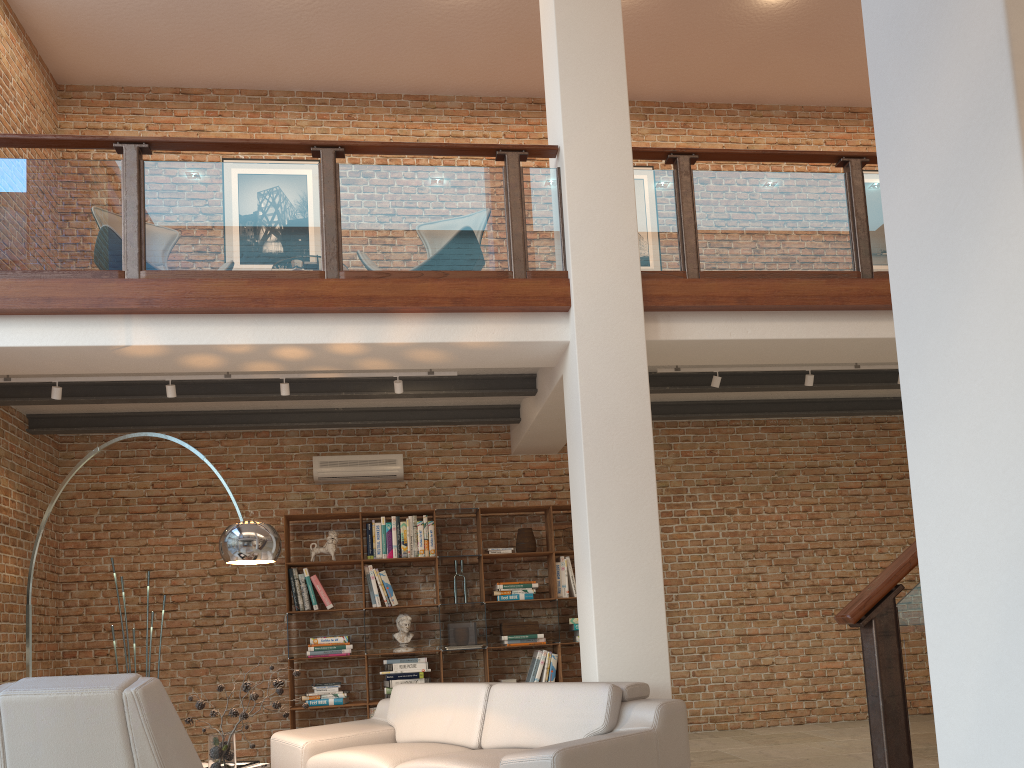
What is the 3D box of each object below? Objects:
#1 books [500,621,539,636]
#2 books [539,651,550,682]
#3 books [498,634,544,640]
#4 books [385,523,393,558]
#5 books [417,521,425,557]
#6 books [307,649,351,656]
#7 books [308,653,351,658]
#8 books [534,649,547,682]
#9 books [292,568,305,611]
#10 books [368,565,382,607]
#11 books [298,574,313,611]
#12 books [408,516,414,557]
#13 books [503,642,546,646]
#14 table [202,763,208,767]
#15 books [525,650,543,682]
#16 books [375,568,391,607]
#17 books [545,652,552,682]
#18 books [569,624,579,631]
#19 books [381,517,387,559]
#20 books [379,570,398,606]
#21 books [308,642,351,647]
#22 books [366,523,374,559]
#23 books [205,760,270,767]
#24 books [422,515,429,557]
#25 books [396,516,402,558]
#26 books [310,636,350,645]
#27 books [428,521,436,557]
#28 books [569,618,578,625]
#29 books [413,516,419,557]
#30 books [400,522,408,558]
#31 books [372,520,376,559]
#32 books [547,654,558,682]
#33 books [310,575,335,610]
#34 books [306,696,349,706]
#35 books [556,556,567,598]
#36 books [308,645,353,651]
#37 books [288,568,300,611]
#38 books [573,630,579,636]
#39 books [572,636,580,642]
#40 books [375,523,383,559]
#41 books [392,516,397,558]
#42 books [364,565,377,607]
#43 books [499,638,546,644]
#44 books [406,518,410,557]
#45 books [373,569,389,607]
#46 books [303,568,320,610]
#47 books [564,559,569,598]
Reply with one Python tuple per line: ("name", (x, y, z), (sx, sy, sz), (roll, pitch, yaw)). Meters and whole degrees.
("books", (0.066, 2.234, 7.961), (0.335, 0.115, 0.220), (-1, -14, -8))
("books", (0.285, 2.619, 7.959), (0.098, 0.344, 0.280), (-2, -10, -8))
("books", (0.082, 2.307, 7.946), (0.379, 0.035, 0.253), (-1, -16, -9))
("books", (-1.112, 1.436, 7.908), (0.055, 0.320, 0.262), (-2, -10, -8))
("books", (-0.831, 1.427, 7.931), (0.055, 0.320, 0.262), (-2, -10, -8))
("books", (-1.619, 2.373, 7.714), (0.379, 0.035, 0.253), (0, -16, -12))
("books", (-1.610, 2.402, 7.719), (0.355, 0.020, 0.282), (-1, -16, -8))
("books", (0.234, 2.608, 7.943), (0.161, 0.362, 0.251), (-2, -9, -8))
("books", (-1.889, 1.835, 7.757), (0.091, 0.373, 0.251), (-2, -9, -8))
("books", (-1.231, 1.822, 7.829), (0.103, 0.372, 0.251), (-2, -9, -8))
("books", (-1.839, 1.865, 7.780), (0.102, 0.324, 0.262), (-2, -10, -8))
("books", (-0.918, 1.407, 7.941), (0.036, 0.372, 0.251), (-2, -9, -8))
("books", (0.111, 2.375, 7.963), (0.355, 0.020, 0.282), (-1, -16, -9))
("table", (-1.521, 1.994, 3.762), (2.253, 0.416, 1.996), (-17, -21, 41))
("books", (0.189, 2.617, 7.960), (0.163, 0.361, 0.251), (-2, -9, -8))
("books", (-1.159, 1.843, 7.856), (0.124, 0.338, 0.280), (-2, -10, -8))
("books", (0.305, 2.623, 7.970), (0.098, 0.344, 0.280), (-2, -10, -8))
("books", (0.710, 2.245, 8.068), (0.326, 0.054, 0.264), (-1, -16, -8))
("books", (-1.158, 1.406, 7.890), (0.036, 0.372, 0.251), (-2, -9, -8))
("books", (-1.109, 1.846, 7.848), (0.158, 0.319, 0.262), (-2, -10, -8))
("books", (-1.616, 2.313, 7.735), (0.355, 0.020, 0.282), (-1, -16, -9))
("books", (-1.282, 1.439, 7.885), (0.055, 0.320, 0.262), (-2, -10, -8))
("books", (-1.451, 1.959, 4.387), (0.252, 0.072, 0.411), (-10, -17, 23))
("books", (-0.786, 1.401, 7.946), (0.036, 0.372, 0.251), (-2, -9, -8))
("books", (-1.029, 1.405, 7.912), (0.036, 0.372, 0.251), (-2, -9, -8))
("books", (-1.610, 2.275, 7.738), (0.326, 0.054, 0.264), (-2, -16, -6))
("books", (-0.738, 1.431, 7.966), (0.055, 0.320, 0.262), (-2, -10, -8))
("books", (0.690, 2.191, 8.071), (0.326, 0.054, 0.263), (-4, -16, 2))
("books", (-0.879, 1.402, 7.933), (0.036, 0.372, 0.251), (-2, -9, -8))
("books", (-0.980, 1.426, 7.901), (0.055, 0.320, 0.262), (-2, -10, -8))
("books", (-1.244, 1.424, 7.890), (0.021, 0.348, 0.280), (-2, -10, -8))
("books", (0.351, 2.626, 7.961), (0.116, 0.324, 0.262), (-2, -10, -8))
("books", (-1.691, 1.867, 7.791), (0.195, 0.309, 0.262), (-2, -10, -8))
("books", (-1.620, 2.792, 7.672), (0.326, 0.054, 0.263), (-4, -16, 2))
("books", (0.453, 1.793, 8.061), (0.036, 0.372, 0.251), (-2, -9, -8))
("books", (-1.610, 2.335, 7.713), (0.379, 0.035, 0.253), (1, -16, -14))
("books", (-1.925, 1.834, 7.744), (0.091, 0.373, 0.251), (-2, -9, -8))
("books", (0.759, 2.295, 8.058), (0.326, 0.054, 0.264), (0, -16, -13))
("books", (0.737, 2.350, 8.049), (0.326, 0.054, 0.264), (-2, -16, -6))
("books", (-1.203, 1.432, 7.877), (0.055, 0.320, 0.262), (-2, -10, -8))
("books", (-1.065, 1.403, 7.897), (0.036, 0.372, 0.251), (-2, -9, -8))
("books", (-1.272, 1.829, 7.847), (0.101, 0.372, 0.251), (-2, -9, -8))
("books", (0.094, 2.352, 7.978), (0.379, 0.035, 0.253), (0, -16, -12))
("books", (-0.944, 1.416, 7.922), (0.021, 0.348, 0.280), (-2, -10, -8))
("books", (-1.179, 1.840, 7.844), (0.124, 0.338, 0.280), (-2, -10, -8))
("books", (-1.781, 1.832, 7.759), (0.121, 0.370, 0.251), (-2, -9, -8))
("books", (0.481, 1.808, 8.073), (0.021, 0.348, 0.280), (-2, -10, -8))
